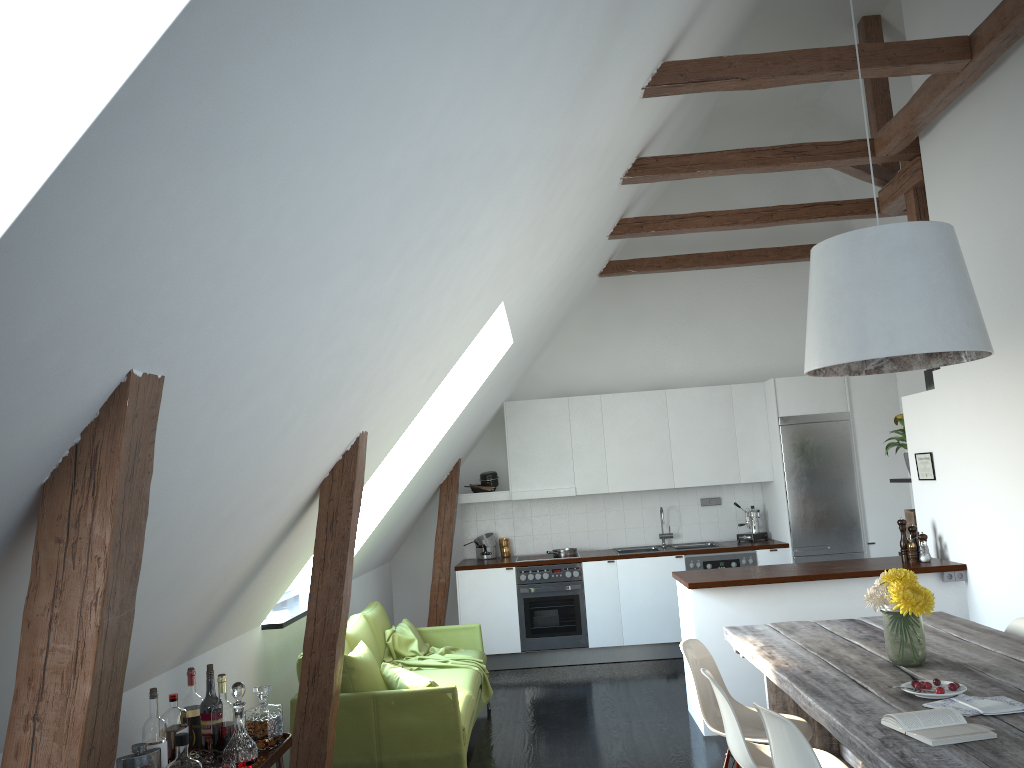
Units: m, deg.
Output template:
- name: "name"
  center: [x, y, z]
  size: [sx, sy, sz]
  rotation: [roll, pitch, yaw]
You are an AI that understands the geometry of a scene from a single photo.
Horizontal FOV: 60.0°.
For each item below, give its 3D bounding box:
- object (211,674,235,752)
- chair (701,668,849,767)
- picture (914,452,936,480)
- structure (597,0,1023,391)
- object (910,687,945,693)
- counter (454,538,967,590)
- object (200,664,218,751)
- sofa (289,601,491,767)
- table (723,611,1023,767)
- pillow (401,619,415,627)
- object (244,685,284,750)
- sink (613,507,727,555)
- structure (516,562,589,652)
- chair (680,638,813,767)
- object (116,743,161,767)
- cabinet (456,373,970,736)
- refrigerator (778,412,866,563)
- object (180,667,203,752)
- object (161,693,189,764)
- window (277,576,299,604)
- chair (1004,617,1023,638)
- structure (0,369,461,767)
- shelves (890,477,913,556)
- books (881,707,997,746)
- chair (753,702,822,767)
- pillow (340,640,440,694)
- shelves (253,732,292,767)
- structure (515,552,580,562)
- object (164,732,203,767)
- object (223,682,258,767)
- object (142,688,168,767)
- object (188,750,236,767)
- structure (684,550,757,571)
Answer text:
- name: "object"
  center: [-0.988, 1.150, 3.034]
  size: [0.081, 0.307, 0.081]
  rotation: [-5, -7, 8]
- name: "chair"
  center: [1.049, 1.514, 3.451]
  size: [0.542, 0.801, 0.465]
  rotation: [-4, -7, 3]
- name: "picture"
  center: [2.718, 0.542, 5.829]
  size: [0.023, 0.182, 0.250]
  rotation: [-4, -7, 2]
- name: "structure"
  center: [3.634, -2.407, 0.471]
  size: [10.230, 3.562, 15.910]
  rotation: [-5, -7, 7]
- name: "object"
  center: [1.407, 1.033, 2.995]
  size: [0.110, 0.011, 0.058]
  rotation: [-5, -7, 6]
- name: "counter"
  center: [1.138, 1.409, 6.949]
  size: [3.365, 0.038, 3.085]
  rotation: [-4, -7, 2]
- name: "object"
  center: [-1.050, 1.149, 3.099]
  size: [0.080, 0.329, 0.080]
  rotation: [-3, -7, -7]
- name: "sofa"
  center: [-0.653, 1.857, 5.454]
  size: [0.898, 0.825, 2.093]
  rotation: [-4, -7, 1]
- name: "table"
  center: [1.637, 1.467, 3.357]
  size: [1.141, 0.788, 2.421]
  rotation: [-4, -7, 2]
- name: "pillow"
  center: [-0.726, 1.815, 6.224]
  size: [0.210, 0.275, 0.462]
  rotation: [-4, -7, 0]
- name: "object"
  center: [-0.907, 1.213, 3.240]
  size: [0.101, 0.211, 0.101]
  rotation: [-6, -7, 17]
- name: "sink"
  center: [1.417, 1.393, 8.127]
  size: [0.963, 0.519, 0.671]
  rotation: [-4, -7, 2]
- name: "structure"
  center: [0.361, 1.983, 8.045]
  size: [0.583, 0.725, 0.749]
  rotation: [-4, -7, 2]
- name: "chair"
  center: [1.076, 1.577, 4.024]
  size: [0.542, 0.801, 0.465]
  rotation: [-8, -7, 28]
- name: "object"
  center: [-1.119, 1.181, 2.672]
  size: [0.052, 0.182, 0.135]
  rotation: [-9, -8, 39]
- name: "cabinet"
  center: [1.548, 1.101, 6.991]
  size: [4.208, 2.369, 3.033]
  rotation: [-4, -7, 2]
- name: "refrigerator"
  center: [2.715, 1.192, 7.688]
  size: [0.609, 1.868, 0.031]
  rotation: [-4, -7, 2]
- name: "object"
  center: [-1.150, 1.179, 3.191]
  size: [0.081, 0.308, 0.081]
  rotation: [-3, -7, -6]
- name: "object"
  center: [-1.141, 1.182, 2.999]
  size: [0.067, 0.257, 0.099]
  rotation: [-5, -7, 7]
- name: "window"
  center: [1.108, -1.318, 2.296]
  size: [5.959, 4.249, 8.018]
  rotation: [-4, -7, 2]
- name: "chair"
  center: [2.169, 1.502, 4.066]
  size: [0.542, 0.801, 0.465]
  rotation: [-4, -7, 3]
- name: "structure"
  center: [-1.152, 0.934, 1.983]
  size: [1.023, 1.963, 12.350]
  rotation: [-4, -7, 2]
- name: "shelves"
  center: [3.097, 0.920, 6.231]
  size: [0.660, 0.553, 0.408]
  rotation: [-4, -7, 2]
- name: "books"
  center: [1.243, 0.995, 2.599]
  size: [0.202, 0.042, 0.251]
  rotation: [-3, -7, -10]
- name: "chair"
  center: [1.117, 1.449, 2.932]
  size: [0.542, 0.801, 0.465]
  rotation: [-3, -7, -12]
- name: "pillow"
  center: [-0.599, 1.570, 4.710]
  size: [0.600, 0.387, 0.475]
  rotation: [-4, -7, -1]
- name: "shelves"
  center: [-0.994, 1.637, 2.917]
  size: [0.438, 0.732, 0.803]
  rotation: [-4, -7, -2]
- name: "structure"
  center: [0.328, 1.594, 8.076]
  size: [0.574, 0.041, 0.504]
  rotation: [-4, -7, 2]
- name: "object"
  center: [-0.987, 1.155, 2.658]
  size: [0.087, 0.206, 0.087]
  rotation: [-7, -7, 27]
- name: "object"
  center: [-0.906, 1.140, 2.947]
  size: [0.114, 0.292, 0.114]
  rotation: [-1, -7, -26]
- name: "object"
  center: [-1.128, 1.125, 2.799]
  size: [0.073, 0.320, 0.073]
  rotation: [-3, -7, -7]
- name: "object"
  center: [-0.970, 1.229, 2.807]
  size: [0.245, 0.092, 0.151]
  rotation: [-8, -8, 31]
- name: "structure"
  center: [1.847, 1.855, 7.912]
  size: [0.612, 0.725, 0.582]
  rotation: [-4, -7, 2]
